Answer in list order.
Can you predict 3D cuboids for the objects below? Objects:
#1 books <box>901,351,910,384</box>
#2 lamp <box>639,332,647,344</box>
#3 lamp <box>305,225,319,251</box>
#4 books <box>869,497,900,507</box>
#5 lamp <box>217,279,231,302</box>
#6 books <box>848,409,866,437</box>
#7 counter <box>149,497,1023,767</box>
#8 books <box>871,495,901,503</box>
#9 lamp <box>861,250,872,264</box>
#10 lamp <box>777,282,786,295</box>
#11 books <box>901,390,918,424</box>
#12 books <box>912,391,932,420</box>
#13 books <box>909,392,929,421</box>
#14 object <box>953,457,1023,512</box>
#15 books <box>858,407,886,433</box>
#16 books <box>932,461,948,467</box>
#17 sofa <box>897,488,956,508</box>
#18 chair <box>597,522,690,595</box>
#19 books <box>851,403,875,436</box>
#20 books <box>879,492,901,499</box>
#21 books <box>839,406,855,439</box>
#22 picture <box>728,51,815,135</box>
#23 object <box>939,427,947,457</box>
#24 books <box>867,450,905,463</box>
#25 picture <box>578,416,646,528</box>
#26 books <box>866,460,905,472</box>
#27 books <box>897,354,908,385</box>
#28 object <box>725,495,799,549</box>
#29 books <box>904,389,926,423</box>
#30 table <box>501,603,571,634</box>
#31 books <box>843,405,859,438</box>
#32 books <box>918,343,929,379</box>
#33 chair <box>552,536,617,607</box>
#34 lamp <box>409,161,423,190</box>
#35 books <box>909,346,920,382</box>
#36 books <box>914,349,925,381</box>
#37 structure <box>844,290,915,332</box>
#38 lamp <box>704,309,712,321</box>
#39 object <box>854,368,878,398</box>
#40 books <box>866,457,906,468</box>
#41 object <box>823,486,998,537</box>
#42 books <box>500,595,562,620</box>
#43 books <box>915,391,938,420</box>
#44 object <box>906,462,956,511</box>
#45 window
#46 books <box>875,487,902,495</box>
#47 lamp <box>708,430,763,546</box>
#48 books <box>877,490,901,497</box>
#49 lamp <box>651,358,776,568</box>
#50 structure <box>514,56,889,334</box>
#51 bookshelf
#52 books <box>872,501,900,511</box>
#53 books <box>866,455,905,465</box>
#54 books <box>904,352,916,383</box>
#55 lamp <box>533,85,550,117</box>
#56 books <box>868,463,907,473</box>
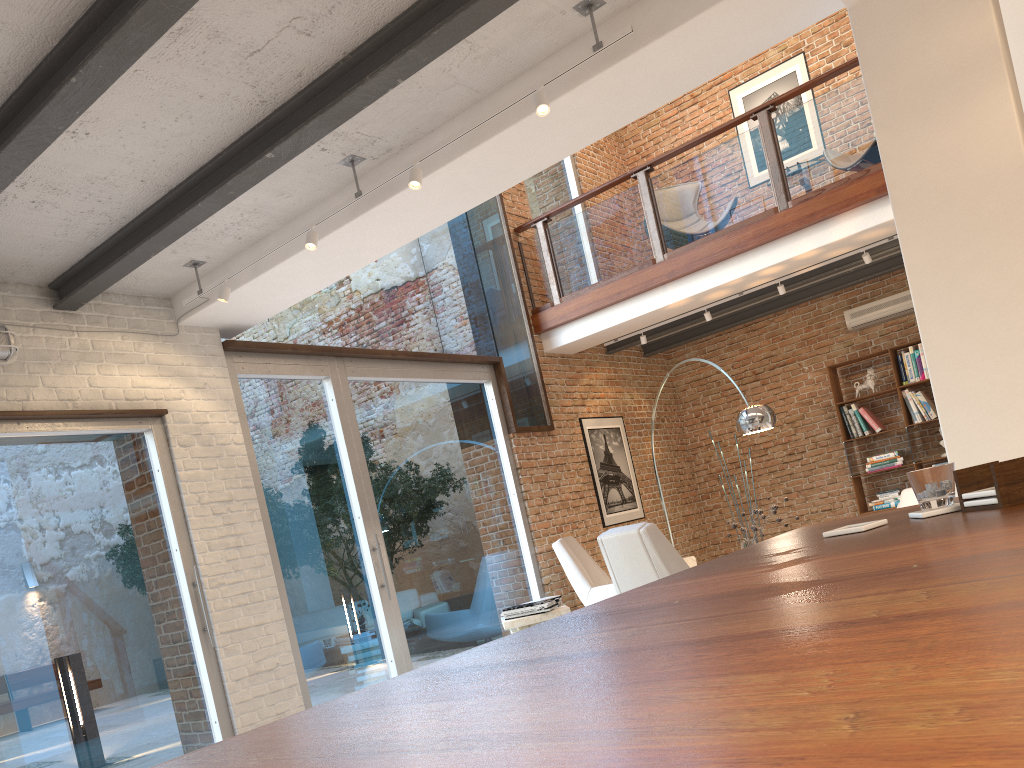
[{"bbox_3d":[4.252,-0.171,9.343,0.021,0.355,0.268,-13,-3,35],"label":"books"},{"bbox_3d":[1.348,-0.463,8.950,0.060,0.127,0.086,-13,-3,5],"label":"lamp"},{"bbox_3d":[-1.028,-0.746,4.464,0.062,0.120,0.085,-14,-3,38],"label":"lamp"},{"bbox_3d":[4.169,1.288,9.632,0.389,0.036,0.242,-20,-12,35],"label":"books"},{"bbox_3d":[-1.632,-0.518,4.939,0.087,0.128,0.060,-13,-2,-4],"label":"lamp"},{"bbox_3d":[3.872,0.432,9.735,0.104,0.330,0.251,-13,-3,36],"label":"books"},{"bbox_3d":[0.833,0.588,0.921,1.728,0.908,2.473,-18,-10,35],"label":"counter"},{"bbox_3d":[4.169,1.257,9.615,0.388,0.018,0.243,-18,-11,28],"label":"books"},{"bbox_3d":[3.099,-1.108,7.615,0.062,0.114,0.093,-15,-4,42],"label":"lamp"},{"bbox_3d":[2.494,-0.882,8.070,0.062,0.127,0.085,-14,-3,38],"label":"lamp"},{"bbox_3d":[4.306,0.247,9.379,0.103,0.380,0.240,-13,-2,36],"label":"books"},{"bbox_3d":[4.395,0.231,9.308,0.127,0.345,0.268,-13,-3,36],"label":"books"},{"bbox_3d":[4.373,0.237,9.314,0.127,0.345,0.268,-13,-3,36],"label":"books"},{"bbox_3d":[0.912,0.187,1.633,0.093,0.081,0.117,-12,-7,-9],"label":"object"},{"bbox_3d":[3.985,0.397,9.639,0.199,0.315,0.251,-15,-4,36],"label":"books"},{"bbox_3d":[4.664,0.824,9.203,0.389,0.036,0.242,-20,-12,35],"label":"books"},{"bbox_3d":[3.318,1.167,6.741,1.141,0.745,2.372,-12,-9,-5],"label":"sofa"},{"bbox_3d":[1.117,1.328,5.562,0.957,1.004,1.055,-9,-6,-37],"label":"chair"},{"bbox_3d":[3.892,0.393,9.676,0.124,0.377,0.241,-13,-3,36],"label":"books"},{"bbox_3d":[4.176,1.232,9.634,0.211,0.033,0.131,-20,-12,36],"label":"books"},{"bbox_3d":[3.782,0.433,9.766,0.093,0.380,0.240,-13,-2,36],"label":"books"},{"bbox_3d":[3.027,-2.998,9.983,0.935,1.184,0.027,-15,-1,36],"label":"picture"},{"bbox_3d":[4.599,0.584,9.198,0.190,0.346,0.201,-11,-3,-39],"label":"object"},{"bbox_3d":[4.110,0.796,9.592,0.335,0.055,0.252,-20,-12,38],"label":"books"},{"bbox_3d":[1.105,0.939,9.510,0.028,1.183,0.901,-13,-3,35],"label":"picture"},{"bbox_3d":[4.113,0.902,9.594,0.388,0.036,0.242,-19,-12,31],"label":"books"},{"bbox_3d":[4.225,-0.147,9.368,0.057,0.326,0.251,-13,-3,35],"label":"books"},{"bbox_3d":[1.936,1.149,6.673,0.545,0.601,0.317,-13,-2,7],"label":"object"},{"bbox_3d":[4.322,0.236,9.338,0.105,0.379,0.240,-13,-2,36],"label":"books"},{"bbox_3d":[0.220,1.965,6.566,0.494,0.498,0.502,-12,-5,-4],"label":"table"},{"bbox_3d":[3.815,0.422,9.750,0.093,0.380,0.240,-13,-2,36],"label":"books"},{"bbox_3d":[4.378,-0.236,9.220,0.037,0.379,0.240,-13,-2,35],"label":"books"},{"bbox_3d":[0.963,1.787,7.895,0.998,0.987,1.024,-15,-5,20],"label":"chair"},{"bbox_3d":[-0.446,-0.954,4.016,0.062,0.127,0.085,-14,-3,38],"label":"lamp"},{"bbox_3d":[4.308,-0.209,9.281,0.037,0.379,0.240,-13,-2,35],"label":"books"},{"bbox_3d":[4.359,-0.195,9.265,0.057,0.326,0.251,-13,-3,35],"label":"books"},{"bbox_3d":[4.070,-0.811,9.496,0.833,0.216,0.197,-20,-8,36],"label":"structure"},{"bbox_3d":[1.912,-0.673,8.517,0.062,0.120,0.085,-14,-3,38],"label":"lamp"},{"bbox_3d":[3.877,-0.016,9.558,0.258,0.280,0.128,-17,-4,44],"label":"object"},{"bbox_3d":[4.110,0.863,9.582,0.388,0.036,0.243,-18,-11,29],"label":"books"},{"bbox_3d":[0.841,0.247,1.744,0.406,0.034,0.196,-21,-13,39],"label":"object"},{"bbox_3d":[0.190,1.683,6.611,0.395,0.078,0.569,-16,-10,19],"label":"books"},{"bbox_3d":[4.426,0.226,9.268,0.161,0.326,0.251,-14,-4,36],"label":"books"},{"bbox_3d":[0.856,0.211,1.768,0.090,0.084,0.094,-8,-7,-39],"label":"object"},{"bbox_3d":[-2.633,-0.591,5.397,0.660,6.329,12.217,-13,-6,35],"label":"window"},{"bbox_3d":[4.160,1.180,9.621,0.258,0.017,0.161,-20,-12,35],"label":"books"},{"bbox_3d":[2.626,1.364,9.926,0.420,1.802,0.199,-13,0,6],"label":"lamp"},{"bbox_3d":[4.170,1.208,9.643,0.241,0.018,0.170,-18,-11,29],"label":"books"},{"bbox_3d":[1.852,0.914,7.967,0.316,2.322,2.075,-13,-4,-19],"label":"lamp"},{"bbox_3d":[1.935,-0.987,2.708,10.408,4.087,13.725,-19,-11,35],"label":"structure"},{"bbox_3d":[5.005,0.443,8.875,3.109,2.175,0.359,-18,-3,36],"label":"bookshelf"},{"bbox_3d":[4.190,1.327,9.613,0.251,0.055,0.336,-4,-13,-43],"label":"books"},{"bbox_3d":[4.113,0.836,9.599,0.364,0.020,0.270,-20,-12,34],"label":"books"},{"bbox_3d":[4.275,-0.169,9.306,0.057,0.326,0.251,-13,-3,35],"label":"books"},{"bbox_3d":[0.119,-1.160,3.584,0.060,0.127,0.086,-13,-3,5],"label":"lamp"},{"bbox_3d":[4.130,0.927,9.594,0.364,0.020,0.269,-20,-12,35],"label":"books"}]
